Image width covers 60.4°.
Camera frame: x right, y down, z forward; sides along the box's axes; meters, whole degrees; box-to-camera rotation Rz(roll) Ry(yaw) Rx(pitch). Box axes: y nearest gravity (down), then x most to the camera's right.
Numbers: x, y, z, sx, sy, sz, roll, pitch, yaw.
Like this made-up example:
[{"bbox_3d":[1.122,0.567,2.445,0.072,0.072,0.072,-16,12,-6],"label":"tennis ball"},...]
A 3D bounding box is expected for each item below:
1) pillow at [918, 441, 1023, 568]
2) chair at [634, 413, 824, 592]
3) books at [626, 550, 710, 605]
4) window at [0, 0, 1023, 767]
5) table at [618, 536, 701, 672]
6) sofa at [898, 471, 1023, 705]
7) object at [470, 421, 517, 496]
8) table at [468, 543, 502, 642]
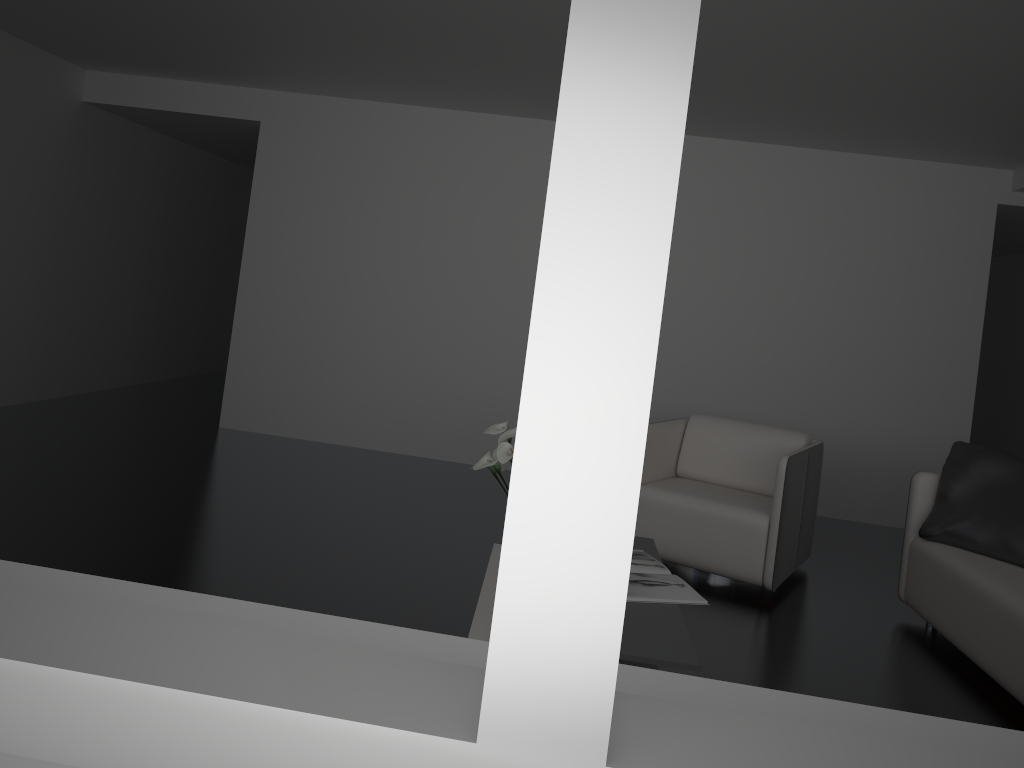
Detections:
[{"bbox_3d":[2.108,0.516,3.789,0.276,0.449,0.571,7,3,-41],"label":"pillow"},{"bbox_3d":[1.100,0.540,4.509,0.773,0.661,0.915,9,3,30],"label":"chair"},{"bbox_3d":[0.392,0.645,3.029,0.357,0.017,0.552,6,6,-15],"label":"books"},{"bbox_3d":[0.104,-0.410,0.609,8.061,1.436,0.110,8,-1,6],"label":"window"},{"bbox_3d":[0.365,0.818,2.937,0.299,0.313,1.262,7,5,3],"label":"table"},{"bbox_3d":[2.198,0.837,2.910,0.919,0.659,2.246,7,5,2],"label":"sofa"},{"bbox_3d":[0.045,0.496,3.310,0.445,0.798,0.379,7,0,-12],"label":"object"},{"bbox_3d":[0.036,0.798,2.702,0.298,0.313,0.972,7,5,3],"label":"table"}]
